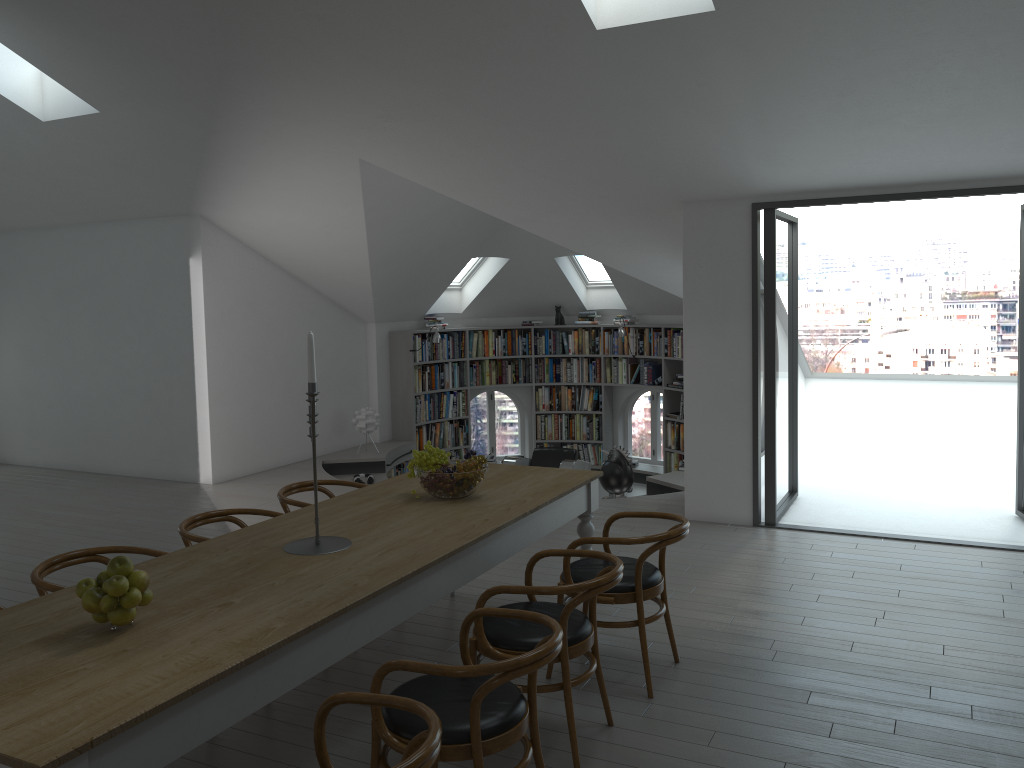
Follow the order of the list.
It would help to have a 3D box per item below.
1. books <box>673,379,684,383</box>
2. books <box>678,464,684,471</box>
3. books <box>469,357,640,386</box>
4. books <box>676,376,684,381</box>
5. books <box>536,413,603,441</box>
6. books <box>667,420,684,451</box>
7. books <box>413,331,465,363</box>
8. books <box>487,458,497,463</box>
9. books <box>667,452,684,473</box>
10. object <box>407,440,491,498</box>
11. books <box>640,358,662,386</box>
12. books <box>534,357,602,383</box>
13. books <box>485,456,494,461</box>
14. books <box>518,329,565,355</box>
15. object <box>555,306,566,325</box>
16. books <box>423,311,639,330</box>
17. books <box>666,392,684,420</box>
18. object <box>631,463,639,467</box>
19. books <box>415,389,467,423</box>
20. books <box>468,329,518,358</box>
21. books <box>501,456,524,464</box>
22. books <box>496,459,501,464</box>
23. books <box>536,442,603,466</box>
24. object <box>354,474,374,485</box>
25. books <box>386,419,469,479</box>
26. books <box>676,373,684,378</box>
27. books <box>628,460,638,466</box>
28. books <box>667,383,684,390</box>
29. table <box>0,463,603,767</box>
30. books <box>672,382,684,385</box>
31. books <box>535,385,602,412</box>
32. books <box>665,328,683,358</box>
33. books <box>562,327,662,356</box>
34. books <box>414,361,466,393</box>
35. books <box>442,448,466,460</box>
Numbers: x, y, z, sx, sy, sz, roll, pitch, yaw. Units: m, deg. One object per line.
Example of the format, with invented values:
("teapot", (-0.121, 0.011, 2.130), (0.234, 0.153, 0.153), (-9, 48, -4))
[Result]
("books", (2.174, -0.041, 10.959), (0.269, 0.031, 0.286), (-3, 6, -13))
("books", (1.898, 0.825, 8.885), (0.365, 0.042, 0.389), (2, 6, 27))
("books", (0.565, -0.173, 11.859), (2.528, 0.370, 0.592), (-1, 5, 7))
("books", (2.173, -0.072, 10.957), (0.213, 0.036, 0.227), (-3, 6, -13))
("books", (0.822, 0.568, 12.011), (1.031, 0.357, 0.293), (0, 5, 12))
("books", (2.206, 0.650, 10.815), (0.272, 0.350, 0.873), (-3, 6, -22))
("books", (-1.031, -0.483, 11.386), (0.300, 0.360, 1.034), (3, 7, 43))
("books", (-0.352, 1.047, 12.075), (0.269, 0.031, 0.286), (-1, 6, 3))
("books", (2.258, 1.041, 10.558), (0.359, 0.310, 1.500), (-2, 6, -11))
("object", (-0.308, 0.411, 4.302), (0.394, 0.284, 0.293), (-2, 5, -9))
("books", (1.857, -0.153, 11.323), (0.224, 0.340, 0.399), (-6, 6, -43))
("books", (0.800, -0.198, 12.000), (1.028, 0.358, 0.301), (0, 5, 12))
("books", (-0.352, 1.016, 12.073), (0.213, 0.036, 0.227), (-1, 6, 3))
("books", (0.378, -0.570, 12.016), (0.682, 0.345, 0.265), (-1, 5, 4))
("object", (0.650, -0.921, 11.928), (0.147, 0.264, 0.202), (1, 5, 23))
("books", (0.240, -0.850, 11.739), (2.814, 0.173, 0.749), (-2, 6, -3))
("books", (2.217, 0.278, 10.705), (0.252, 0.351, 0.975), (-3, 6, -21))
("object", (1.531, 1.073, 11.783), (0.227, 0.036, 0.214), (4, 8, 43))
("books", (-0.997, 0.281, 11.414), (0.261, 0.358, 1.021), (3, 7, 44))
("books", (-0.292, -0.553, 11.891), (0.793, 0.372, 0.269), (-3, 5, -20))
("books", (0.025, 1.046, 12.079), (0.318, 0.099, 0.292), (2, 6, 28))
("books", (-0.351, 1.081, 12.077), (0.365, 0.042, 0.389), (-2, 6, -7))
("books", (0.812, 0.931, 12.035), (1.019, 0.306, 0.288), (0, 5, 12))
("object", (-1.592, 1.022, 9.507), (0.218, 0.082, 0.474), (-2, 6, -10))
("books", (-1.156, 0.855, 11.253), (0.391, 0.694, 1.643), (2, 6, 37))
("books", (2.172, -0.104, 10.954), (0.269, 0.031, 0.286), (-1, 6, 7))
("books", (1.530, 1.043, 11.781), (0.268, 0.029, 0.253), (0, 6, 17))
("books", (2.175, 0.023, 10.963), (0.366, 0.042, 0.388), (-4, 6, -23))
("table", (-0.695, 1.029, 3.623), (1.018, 0.797, 3.356), (1, 6, 27))
("books", (2.175, -0.010, 10.961), (0.269, 0.031, 0.286), (-4, 6, -28))
("books", (0.799, 0.183, 11.985), (0.997, 0.351, 0.298), (0, 5, 10))
("books", (2.188, -0.494, 10.719), (0.306, 0.367, 0.971), (-3, 6, -20))
("books", (1.387, -0.567, 11.648), (1.566, 0.366, 0.394), (2, 6, 32))
("books", (-1.020, -0.099, 11.435), (0.303, 0.347, 1.090), (3, 7, 42))
("books", (-0.964, 1.016, 11.533), (0.283, 0.319, 0.919), (3, 7, 45))
